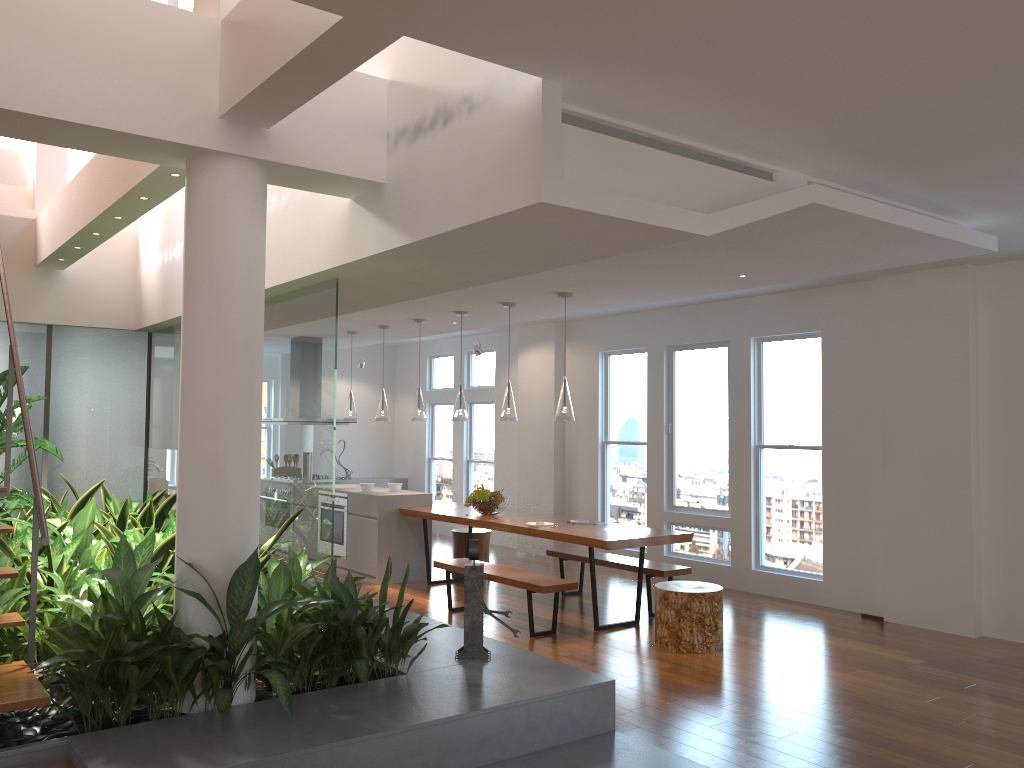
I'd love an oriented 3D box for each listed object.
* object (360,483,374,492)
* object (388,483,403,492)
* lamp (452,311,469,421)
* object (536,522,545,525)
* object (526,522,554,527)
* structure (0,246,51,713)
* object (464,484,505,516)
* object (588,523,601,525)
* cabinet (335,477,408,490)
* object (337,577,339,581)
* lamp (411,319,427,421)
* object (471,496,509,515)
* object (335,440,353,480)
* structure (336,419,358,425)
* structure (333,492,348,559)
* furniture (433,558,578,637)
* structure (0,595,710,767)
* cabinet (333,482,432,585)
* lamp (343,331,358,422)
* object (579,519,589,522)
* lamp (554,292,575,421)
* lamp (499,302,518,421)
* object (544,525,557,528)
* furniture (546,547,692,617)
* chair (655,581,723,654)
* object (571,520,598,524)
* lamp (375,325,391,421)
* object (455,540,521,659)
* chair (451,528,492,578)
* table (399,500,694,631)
[{"bbox_3d":[-1.446,1.034,8.843,0.152,0.082,0.152,0,-3,2],"label":"object"},{"bbox_3d":[-1.173,1.039,8.894,0.152,0.082,0.152,0,-3,14],"label":"object"},{"bbox_3d":[-0.459,-0.194,8.019,0.160,1.060,0.160,1,-3,-10],"label":"lamp"},{"bbox_3d":[0.225,1.113,7.052,0.079,0.030,0.070,0,-3,16],"label":"object"},{"bbox_3d":[0.225,1.119,7.052,0.222,0.020,0.222,0,-3,4],"label":"object"},{"bbox_3d":[-2.650,-0.551,5.235,2.552,4.265,4.591,3,-4,-37],"label":"structure"},{"bbox_3d":[-0.232,1.034,7.951,0.292,0.284,0.394,0,-3,17],"label":"object"},{"bbox_3d":[0.665,1.129,7.191,0.158,0.017,0.019,3,-4,-42],"label":"object"},{"bbox_3d":[-2.175,1.729,12.784,1.309,0.725,0.420,3,-4,-37],"label":"cabinet"},{"bbox_3d":[-1.138,1.303,5.685,0.181,0.155,0.216,0,-3,18],"label":"object"},{"bbox_3d":[-0.895,-0.169,8.595,0.160,1.060,0.160,1,-3,-10],"label":"lamp"},{"bbox_3d":[-0.204,1.097,7.951,0.360,0.159,0.360,0,-3,16],"label":"object"},{"bbox_3d":[-2.450,1.070,12.550,0.210,0.563,0.590,-1,-3,24],"label":"object"},{"bbox_3d":[-2.424,-0.219,10.476,0.909,1.405,0.900,3,-4,-37],"label":"structure"},{"bbox_3d":[-1.832,1.432,9.101,0.072,0.648,0.644,3,-4,-37],"label":"structure"},{"bbox_3d":[-0.088,1.623,6.776,0.316,0.389,1.433,3,-4,-37],"label":"furniture"},{"bbox_3d":[-2.100,1.517,4.729,3.088,0.386,5.584,3,-4,-37],"label":"structure"},{"bbox_3d":[-1.906,1.529,9.672,0.597,0.832,2.936,3,-4,-37],"label":"cabinet"},{"bbox_3d":[-1.766,-0.119,9.749,0.160,1.060,0.160,1,-3,-10],"label":"lamp"},{"bbox_3d":[0.590,1.127,7.268,0.079,0.030,0.070,0,-3,6],"label":"object"},{"bbox_3d":[0.411,-0.245,6.865,0.160,1.060,0.160,1,-3,-10],"label":"lamp"},{"bbox_3d":[-0.024,-0.220,7.442,0.160,1.060,0.160,1,-3,-10],"label":"lamp"},{"bbox_3d":[0.295,1.117,6.936,0.149,0.014,0.044,3,-4,-38],"label":"object"},{"bbox_3d":[0.864,1.668,7.494,0.316,0.389,1.433,3,-4,-37],"label":"furniture"},{"bbox_3d":[1.213,1.590,6.082,0.460,0.400,0.460,2,-3,-27],"label":"chair"},{"bbox_3d":[0.590,1.133,7.267,0.222,0.020,0.222,-2,-4,45],"label":"object"},{"bbox_3d":[-1.330,-0.144,9.172,0.160,1.060,0.160,1,-3,-10],"label":"lamp"},{"bbox_3d":[-0.115,1.042,4.317,0.318,0.565,0.134,1,-3,-1],"label":"object"},{"bbox_3d":[-0.406,1.696,8.885,0.402,0.455,0.396,-2,-4,43],"label":"chair"},{"bbox_3d":[-0.798,1.556,8.756,0.893,0.704,5.996,3,-4,-37],"label":"table"}]
